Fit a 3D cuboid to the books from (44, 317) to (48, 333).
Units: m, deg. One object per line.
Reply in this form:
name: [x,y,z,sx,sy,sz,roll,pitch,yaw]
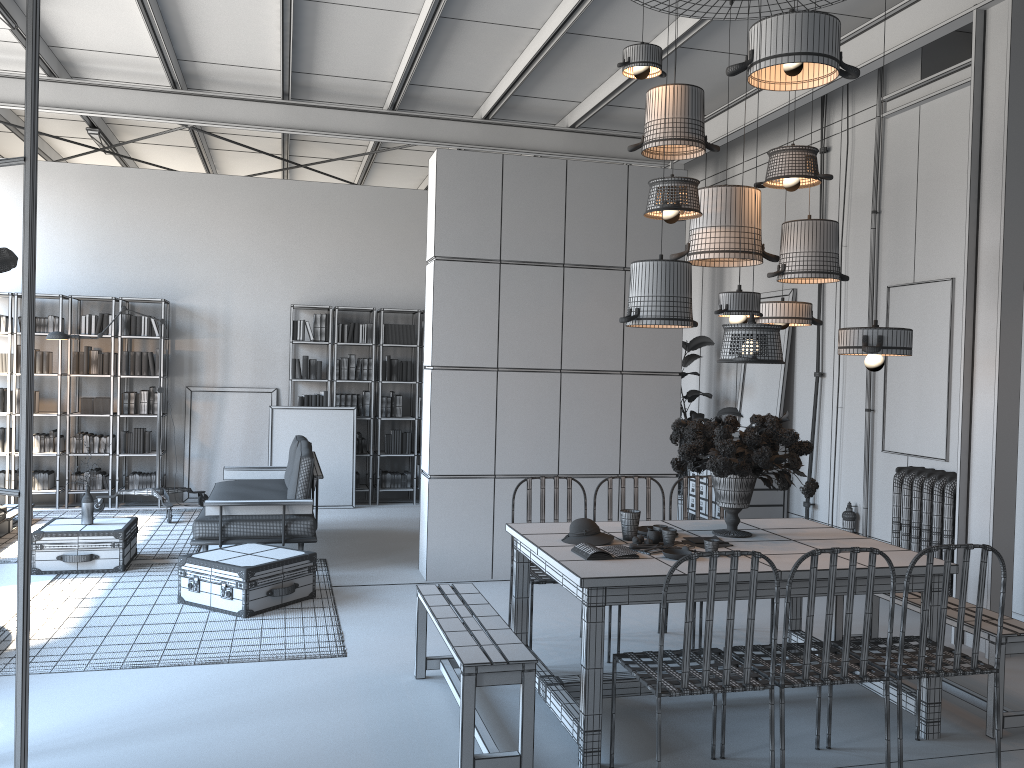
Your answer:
books: [-4.966,-0.625,9.509,0.040,0.174,0.240,1,1,-14]

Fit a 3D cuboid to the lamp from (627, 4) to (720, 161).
lamp: [0.882,-1.681,4.778,0.346,0.870,0.392,1,1,-44]

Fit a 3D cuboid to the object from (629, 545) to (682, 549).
object: [0.663,0.753,4.093,0.249,0.017,0.024,1,1,-5]

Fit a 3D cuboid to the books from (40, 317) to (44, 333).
books: [-5.004,-0.625,9.499,0.040,0.174,0.240,1,1,-14]

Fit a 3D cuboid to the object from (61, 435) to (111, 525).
object: [-3.294,0.746,6.906,0.443,0.709,0.194,2,1,26]

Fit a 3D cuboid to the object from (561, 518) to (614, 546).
object: [0.364,0.755,4.290,0.260,0.211,0.236,2,1,4]

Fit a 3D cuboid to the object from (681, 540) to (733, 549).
object: [0.943,0.771,4.287,0.185,0.014,0.182,1,1,-30]

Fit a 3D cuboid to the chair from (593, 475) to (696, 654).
chair: [0.764,1.053,5.207,0.474,0.975,0.488,1,1,-14]

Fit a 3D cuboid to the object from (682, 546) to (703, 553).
object: [0.832,0.760,4.079,0.121,0.037,0.054,1,1,-36]

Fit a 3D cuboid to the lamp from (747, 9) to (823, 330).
lamp: [1.543,-1.203,4.981,0.323,1.798,0.404,2,1,44]

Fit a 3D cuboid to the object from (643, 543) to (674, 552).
object: [0.670,0.749,4.071,0.173,0.026,0.021,1,1,-30]

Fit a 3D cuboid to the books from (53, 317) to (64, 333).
books: [-4.864,-0.626,9.520,0.047,0.182,0.270,1,1,-14]

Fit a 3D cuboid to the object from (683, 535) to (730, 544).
object: [0.953,0.769,4.371,0.179,0.016,0.182,1,1,-10]

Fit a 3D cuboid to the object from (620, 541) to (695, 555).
object: [0.686,0.767,4.184,0.335,0.012,0.213,1,1,-38]

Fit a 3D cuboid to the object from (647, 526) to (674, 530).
object: [0.754,0.744,4.497,0.135,0.029,0.135,1,1,-22]

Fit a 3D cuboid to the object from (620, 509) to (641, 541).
object: [0.578,0.694,4.347,0.102,0.146,0.102,2,1,41]

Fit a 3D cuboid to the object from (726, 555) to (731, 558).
object: [0.969,0.777,4.031,0.021,0.014,0.174,1,1,-19]

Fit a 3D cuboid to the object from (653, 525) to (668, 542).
object: [0.715,0.722,4.279,0.071,0.076,0.071,1,1,-17]

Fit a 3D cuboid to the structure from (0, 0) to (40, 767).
structure: [-2.853,-0.170,1.893,2.994,3.454,2.452,1,1,-14]

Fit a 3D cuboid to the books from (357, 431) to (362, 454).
books: [-1.783,0.686,10.336,0.036,0.244,0.302,1,1,-14]

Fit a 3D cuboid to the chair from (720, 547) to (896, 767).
chair: [1.178,1.093,3.559,0.474,0.975,0.488,1,1,-14]

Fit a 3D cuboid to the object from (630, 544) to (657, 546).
object: [0.672,0.755,4.117,0.249,0.015,0.024,2,1,5]

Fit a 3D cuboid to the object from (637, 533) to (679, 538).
object: [0.724,0.761,4.491,0.236,0.015,0.236,1,1,-42]

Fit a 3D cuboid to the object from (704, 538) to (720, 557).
object: [0.904,0.744,4.018,0.071,0.076,0.071,2,1,33]

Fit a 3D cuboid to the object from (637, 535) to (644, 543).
object: [0.607,0.738,4.208,0.045,0.045,0.051,1,1,-37]

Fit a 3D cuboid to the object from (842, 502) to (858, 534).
object: [2.837,1.310,7.434,0.206,0.647,0.173,2,1,21]

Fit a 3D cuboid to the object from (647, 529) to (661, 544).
object: [0.674,0.728,4.218,0.065,0.064,0.065,1,1,-29]

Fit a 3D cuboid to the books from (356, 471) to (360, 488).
books: [-1.810,1.120,10.366,0.040,0.176,0.242,1,1,-14]

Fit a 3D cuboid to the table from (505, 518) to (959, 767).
table: [0.972,1.184,4.352,1.784,0.819,1.239,1,1,-14]

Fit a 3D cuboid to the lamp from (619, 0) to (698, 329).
lamp: [0.704,-1.186,4.077,0.352,1.845,0.312,2,1,11]

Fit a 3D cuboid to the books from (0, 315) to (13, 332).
books: [-5.346,-0.624,9.378,0.062,0.195,0.266,1,1,-14]

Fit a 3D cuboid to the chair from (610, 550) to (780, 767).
chair: [0.697,1.083,3.435,0.474,0.975,0.488,1,1,-14]

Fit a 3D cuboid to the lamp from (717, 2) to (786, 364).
lamp: [1.078,-1.093,3.905,0.301,2.004,0.359,1,1,-17]

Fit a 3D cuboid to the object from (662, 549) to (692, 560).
object: [0.736,0.763,3.957,0.133,0.029,0.133,2,1,33]

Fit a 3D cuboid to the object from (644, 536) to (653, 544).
object: [0.640,0.736,4.162,0.043,0.050,0.044,2,1,3]

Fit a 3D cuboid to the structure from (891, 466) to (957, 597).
structure: [2.991,1.113,6.287,0.328,1.007,0.733,1,1,-14]

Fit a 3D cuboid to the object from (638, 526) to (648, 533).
object: [0.728,0.750,4.500,0.211,0.024,0.211,2,1,28]

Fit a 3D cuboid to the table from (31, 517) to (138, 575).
table: [-3.314,1.258,6.902,0.667,0.330,0.706,1,1,-14]

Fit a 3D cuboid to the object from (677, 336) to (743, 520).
object: [1.695,0.410,9.339,1.270,2.157,0.868,1,1,-14]

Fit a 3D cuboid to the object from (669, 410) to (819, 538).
object: [1.136,0.448,4.595,0.697,0.654,0.782,1,1,-12]

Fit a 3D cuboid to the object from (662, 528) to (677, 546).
object: [0.742,0.724,4.186,0.071,0.076,0.071,2,1,11]

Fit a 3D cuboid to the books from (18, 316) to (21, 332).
books: [-5.196,-0.628,9.449,0.067,0.174,0.240,1,1,-16]

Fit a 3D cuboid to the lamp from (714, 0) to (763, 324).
lamp: [1.137,-1.185,4.339,0.202,1.831,0.253,2,1,24]

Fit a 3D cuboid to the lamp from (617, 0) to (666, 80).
lamp: [0.670,-1.835,4.523,0.202,0.564,0.253,2,1,24]

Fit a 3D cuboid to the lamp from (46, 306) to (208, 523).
lamp: [-3.968,0.278,9.237,1.284,2.144,1.194,1,1,-2]

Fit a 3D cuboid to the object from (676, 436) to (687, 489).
object: [1.857,1.003,10.692,0.328,1.007,0.733,1,1,-14]

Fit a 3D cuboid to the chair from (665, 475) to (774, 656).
chair: [1.244,1.063,5.331,0.474,0.975,0.488,1,1,-14]

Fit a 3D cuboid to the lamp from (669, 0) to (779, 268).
lamp: [1.183,-1.386,4.854,0.415,1.447,0.470,1,1,-44]

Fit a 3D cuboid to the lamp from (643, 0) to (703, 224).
lamp: [0.831,-1.459,4.456,0.301,1.306,0.359,1,1,-22]

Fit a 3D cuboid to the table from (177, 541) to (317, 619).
table: [-1.768,1.315,5.990,0.706,0.330,0.667,2,1,31]

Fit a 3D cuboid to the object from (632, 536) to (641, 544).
object: [0.586,0.738,4.163,0.043,0.043,0.044,1,1,-42]

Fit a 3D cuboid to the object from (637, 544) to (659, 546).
object: [0.661,0.752,4.125,0.174,0.019,0.021,1,1,-17]

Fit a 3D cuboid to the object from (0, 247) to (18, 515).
object: [-2.387,0.429,2.849,1.253,2.183,1.309,1,1,-4]

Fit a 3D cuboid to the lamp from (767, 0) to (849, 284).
lamp: [1.583,-1.319,4.665,0.364,1.553,0.322,2,1,31]

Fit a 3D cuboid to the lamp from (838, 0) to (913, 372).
lamp: [1.715,-1.069,4.120,0.323,2.026,0.404,1,1,-11]

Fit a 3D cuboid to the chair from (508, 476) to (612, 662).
chair: [0.271,1.042,5.080,0.474,0.975,0.488,1,1,-14]

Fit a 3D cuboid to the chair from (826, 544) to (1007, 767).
chair: [1.671,1.104,3.686,0.474,0.975,0.488,1,1,-14]

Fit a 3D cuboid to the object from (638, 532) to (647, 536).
object: [0.728,0.755,4.500,0.211,0.024,0.211,2,1,4]

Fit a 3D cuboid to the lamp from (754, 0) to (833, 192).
lamp: [1.480,-1.551,4.628,0.359,1.094,0.301,2,1,3]

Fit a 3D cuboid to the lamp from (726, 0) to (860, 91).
lamp: [1.292,-1.743,4.048,0.505,0.687,0.403,1,1,-36]
